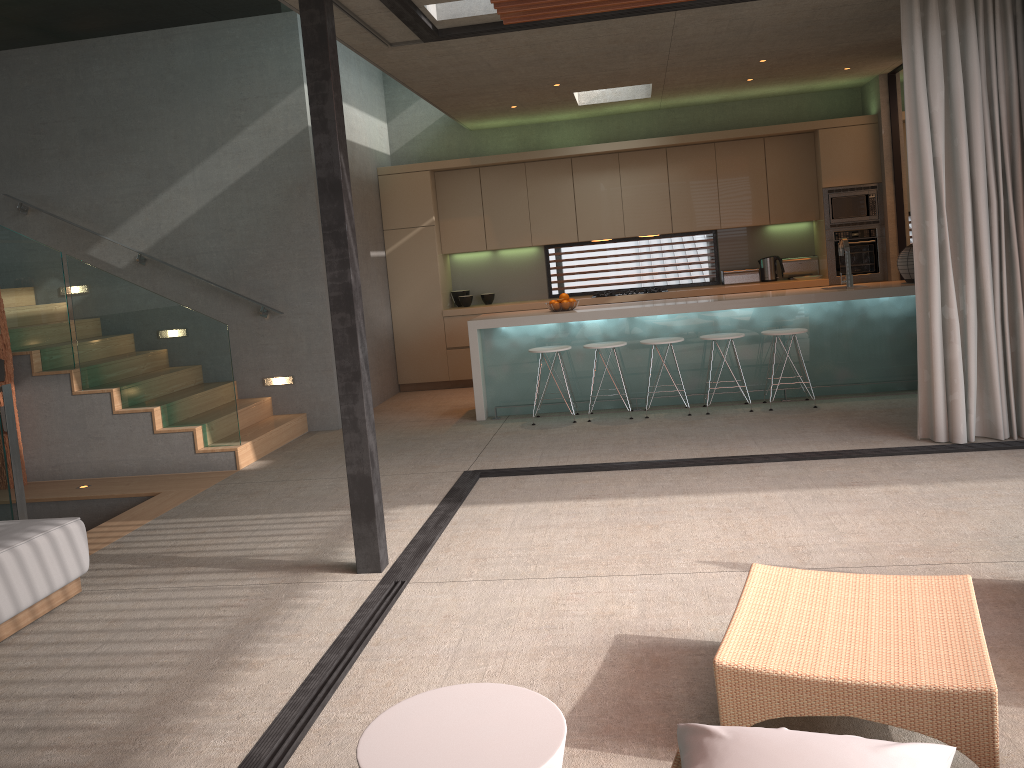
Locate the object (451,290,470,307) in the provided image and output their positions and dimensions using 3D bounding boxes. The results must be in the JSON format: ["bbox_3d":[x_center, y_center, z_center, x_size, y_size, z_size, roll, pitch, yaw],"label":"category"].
[{"bbox_3d":[-0.603,-1.009,10.452,0.226,0.187,0.226,-7,6,-14],"label":"object"}]

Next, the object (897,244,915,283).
[{"bbox_3d":[3.530,-1.055,7.687,0.340,0.333,0.342,-5,6,0],"label":"object"}]

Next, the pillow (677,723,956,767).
[{"bbox_3d":[0.561,0.815,1.673,0.594,0.193,0.599,-2,8,20],"label":"pillow"}]

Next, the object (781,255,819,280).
[{"bbox_3d":[3.221,-1.302,9.893,0.389,0.246,0.151,-4,5,8],"label":"object"}]

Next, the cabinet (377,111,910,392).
[{"bbox_3d":[2.221,-1.367,9.149,7.462,2.554,1.980,-4,5,8],"label":"cabinet"}]

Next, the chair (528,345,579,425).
[{"bbox_3d":[0.353,0.001,7.617,0.381,0.620,0.385,-4,5,9],"label":"chair"}]

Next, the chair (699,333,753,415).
[{"bbox_3d":[1.783,-0.098,7.408,0.381,0.620,0.385,-4,5,9],"label":"chair"}]

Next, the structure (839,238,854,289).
[{"bbox_3d":[2.896,-1.059,7.738,0.097,0.439,0.260,-5,5,9],"label":"structure"}]

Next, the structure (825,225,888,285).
[{"bbox_3d":[3.665,-1.393,9.527,0.596,0.577,0.501,-4,6,9],"label":"structure"}]

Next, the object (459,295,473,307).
[{"bbox_3d":[-0.532,-0.959,10.274,0.169,0.126,0.170,-6,7,-5],"label":"object"}]

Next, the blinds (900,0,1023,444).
[{"bbox_3d":[2.957,-1.103,5.586,0.884,2.918,0.231,-5,4,5],"label":"blinds"}]

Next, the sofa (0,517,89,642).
[{"bbox_3d":[-2.918,0.761,3.904,1.594,0.729,1.021,-4,7,8],"label":"sofa"}]

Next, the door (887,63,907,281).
[{"bbox_3d":[-1.084,-0.094,6.188,15.367,4.451,5.800,-8,7,-19],"label":"door"}]

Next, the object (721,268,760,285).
[{"bbox_3d":[2.579,-1.213,9.979,0.400,0.159,0.242,-4,7,8],"label":"object"}]

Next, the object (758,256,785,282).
[{"bbox_3d":[2.901,-1.293,9.890,0.277,0.284,0.178,-4,5,14],"label":"object"}]

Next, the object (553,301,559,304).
[{"bbox_3d":[0.405,-0.712,8.054,0.081,0.081,0.081,-1,7,37],"label":"object"}]

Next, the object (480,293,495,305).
[{"bbox_3d":[-0.280,-0.996,10.371,0.169,0.126,0.170,-6,7,-5],"label":"object"}]

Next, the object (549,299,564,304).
[{"bbox_3d":[0.406,-0.728,8.107,0.097,0.099,0.174,-9,8,-36],"label":"object"}]

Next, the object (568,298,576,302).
[{"bbox_3d":[0.548,-0.738,8.098,0.094,0.094,0.095,-5,6,-3],"label":"object"}]

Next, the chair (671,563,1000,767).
[{"bbox_3d":[0.719,0.702,1.965,0.699,0.822,2.316,-3,8,23],"label":"chair"}]

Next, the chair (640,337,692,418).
[{"bbox_3d":[1.292,-0.064,7.478,0.381,0.620,0.385,-4,5,9],"label":"chair"}]

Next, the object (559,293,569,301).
[{"bbox_3d":[0.481,-0.792,8.142,0.095,0.094,0.095,-2,7,28],"label":"object"}]

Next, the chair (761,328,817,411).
[{"bbox_3d":[2.281,-0.132,7.335,0.381,0.620,0.385,-4,5,9],"label":"chair"}]

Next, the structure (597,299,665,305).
[{"bbox_3d":[1.316,-0.653,9.706,0.827,0.498,0.080,-4,4,8],"label":"structure"}]

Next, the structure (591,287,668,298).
[{"bbox_3d":[1.324,-1.008,9.933,0.838,0.090,0.468,-4,8,8],"label":"structure"}]

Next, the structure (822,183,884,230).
[{"bbox_3d":[3.622,-1.899,9.515,0.596,0.435,0.464,-4,6,9],"label":"structure"}]

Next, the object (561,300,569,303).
[{"bbox_3d":[0.485,-0.720,8.031,0.086,0.086,0.087,-5,6,-1],"label":"object"}]

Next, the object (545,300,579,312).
[{"bbox_3d":[0.465,-0.715,8.120,0.315,0.081,0.318,-4,8,9],"label":"object"}]

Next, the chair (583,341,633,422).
[{"bbox_3d":[0.820,-0.031,7.548,0.381,0.620,0.385,-4,5,9],"label":"chair"}]

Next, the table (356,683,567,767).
[{"bbox_3d":[-0.096,0.987,2.014,0.475,0.391,0.478,-6,6,-10],"label":"table"}]

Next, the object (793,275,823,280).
[{"bbox_3d":[3.214,-1.152,9.598,0.311,0.034,0.311,-9,9,-23],"label":"object"}]

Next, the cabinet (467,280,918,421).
[{"bbox_3d":[1.729,-0.316,7.988,4.116,0.895,0.807,-4,6,8],"label":"cabinet"}]
